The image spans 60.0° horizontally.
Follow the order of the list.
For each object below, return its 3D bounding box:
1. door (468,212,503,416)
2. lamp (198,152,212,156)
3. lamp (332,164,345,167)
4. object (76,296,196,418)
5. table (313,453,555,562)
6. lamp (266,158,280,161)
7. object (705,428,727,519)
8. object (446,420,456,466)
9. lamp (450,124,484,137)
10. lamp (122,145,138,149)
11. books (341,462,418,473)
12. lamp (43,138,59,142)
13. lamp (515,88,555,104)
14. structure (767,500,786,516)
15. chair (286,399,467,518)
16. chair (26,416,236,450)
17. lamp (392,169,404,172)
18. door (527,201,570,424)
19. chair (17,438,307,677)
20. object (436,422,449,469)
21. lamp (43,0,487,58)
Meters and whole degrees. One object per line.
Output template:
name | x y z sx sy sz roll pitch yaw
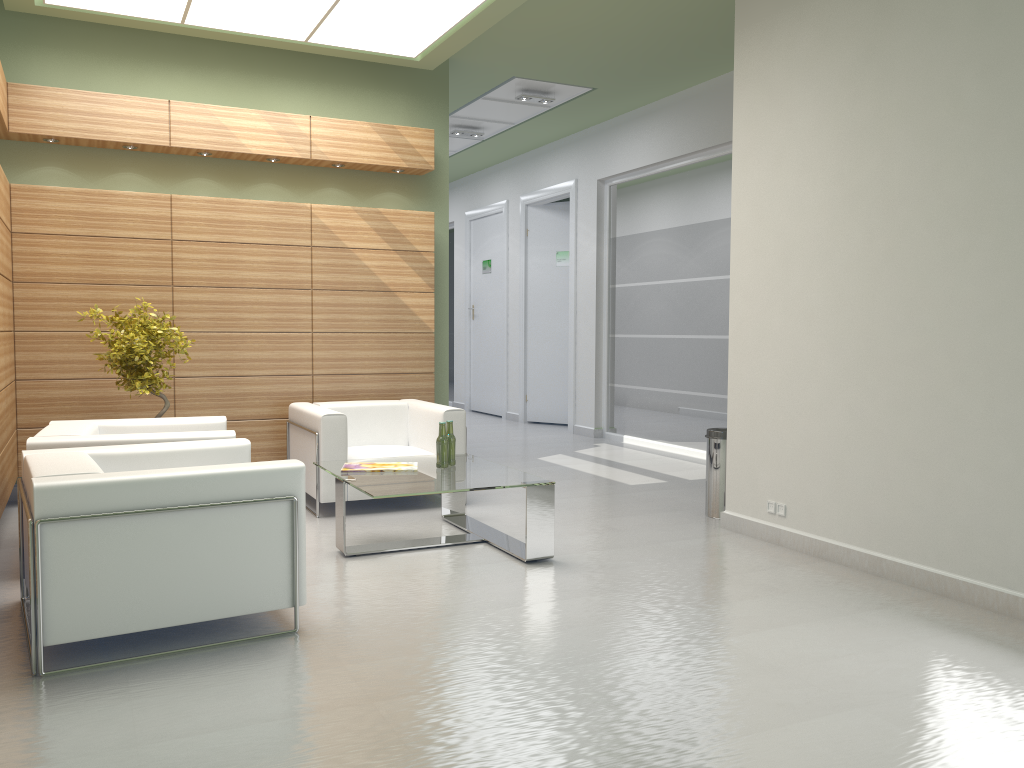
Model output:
door | -0.679 -1.781 22.978 0.250 5.083 2.089 -1 4 -26
lamp | -4.068 -3.073 11.741 0.181 0.074 0.181 2 4 25
lamp | -2.454 -3.112 12.525 0.181 0.074 0.181 2 4 25
object | -4.371 0.262 10.295 1.116 2.565 1.201 2 4 32
table | -0.872 1.252 8.986 1.783 0.742 2.197 -1 4 -26
lamp | -3.267 -3.092 12.130 0.181 0.074 0.181 -2 4 -32
object | 2.527 1.053 10.516 0.482 1.027 0.483 3 4 35
object | -0.656 0.621 9.332 0.131 0.475 0.131 2 4 29
lamp | -0.927 -5.230 18.346 0.657 0.159 0.286 -1 4 -26
lamp | -4.886 -3.054 11.344 0.181 0.074 0.181 -2 4 -32
books | -1.354 0.856 9.118 0.762 0.025 0.508 0 3 -6
lamp | -5.694 -3.034 10.951 0.181 0.074 0.181 -2 4 -32
lamp | 0.407 -5.062 15.606 0.657 0.159 0.286 -1 4 -26
structure | 2.723 1.278 9.139 0.017 0.118 0.262 -1 4 -26
chair | -1.761 0.885 11.390 1.894 1.234 1.802 -1 4 -26
chair | -3.698 1.026 8.850 1.769 1.234 1.894 -1 4 -21
lamp | -1.658 -3.131 12.912 0.181 0.074 0.181 -2 4 -32
door | 1.249 -1.616 20.356 2.089 5.083 0.134 3 4 34
chair | -2.696 1.155 6.756 1.802 1.234 1.894 -2 4 -31
object | -0.720 0.630 9.167 0.131 0.475 0.131 2 4 29
lamp | -2.291 -4.494 9.034 4.571 0.325 5.060 -1 4 -26
